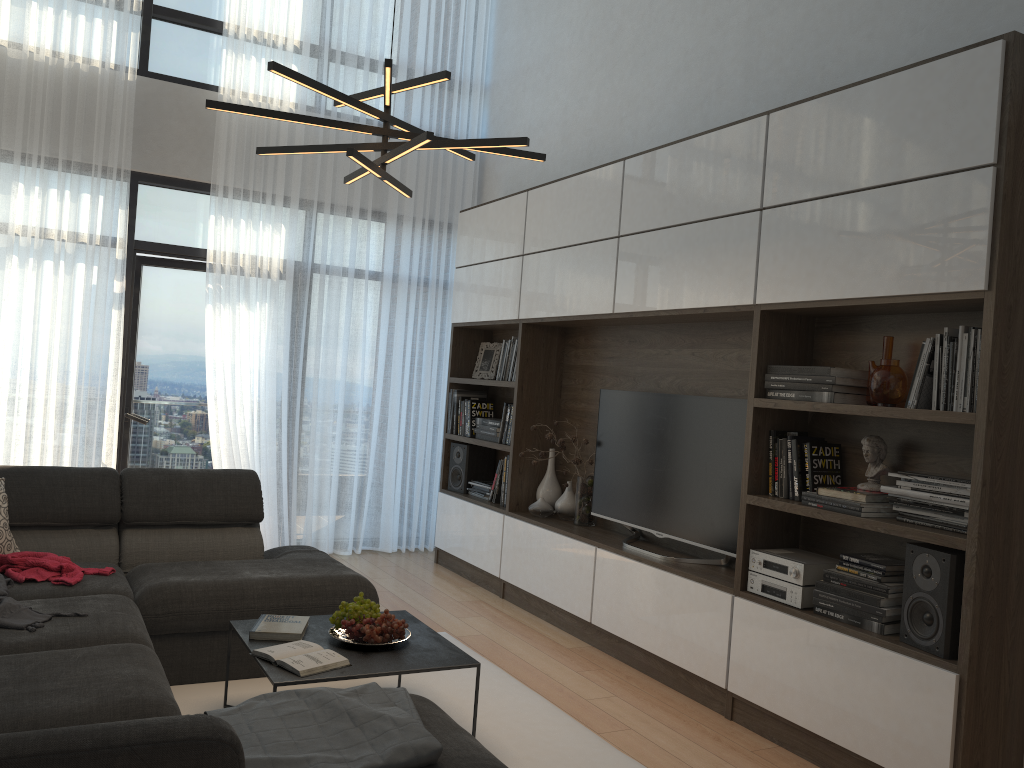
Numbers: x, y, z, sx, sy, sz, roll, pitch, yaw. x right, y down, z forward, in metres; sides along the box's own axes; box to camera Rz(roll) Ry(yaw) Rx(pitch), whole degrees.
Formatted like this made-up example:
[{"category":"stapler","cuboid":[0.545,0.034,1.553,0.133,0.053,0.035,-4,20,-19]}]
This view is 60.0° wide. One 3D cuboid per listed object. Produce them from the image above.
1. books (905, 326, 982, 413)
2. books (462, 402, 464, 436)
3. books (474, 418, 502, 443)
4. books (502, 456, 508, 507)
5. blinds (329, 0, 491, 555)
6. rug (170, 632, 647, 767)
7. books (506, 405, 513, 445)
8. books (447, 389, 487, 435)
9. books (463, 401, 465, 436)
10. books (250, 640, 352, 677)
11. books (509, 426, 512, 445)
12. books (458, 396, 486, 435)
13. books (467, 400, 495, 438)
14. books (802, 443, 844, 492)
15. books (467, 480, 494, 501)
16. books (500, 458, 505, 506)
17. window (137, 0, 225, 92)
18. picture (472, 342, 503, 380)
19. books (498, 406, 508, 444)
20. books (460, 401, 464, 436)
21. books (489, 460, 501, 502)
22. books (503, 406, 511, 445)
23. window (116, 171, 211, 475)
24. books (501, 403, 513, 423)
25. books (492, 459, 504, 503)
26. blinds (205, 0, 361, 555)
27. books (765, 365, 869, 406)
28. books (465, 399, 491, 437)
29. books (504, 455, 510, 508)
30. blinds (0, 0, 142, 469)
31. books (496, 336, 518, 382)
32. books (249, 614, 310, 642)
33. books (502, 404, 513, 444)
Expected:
[{"category":"books","cuboid":[1.538,-0.045,2.989,0.201,0.287,0.332,4,0,-28]},{"category":"books","cuboid":[-0.261,0.243,6.093,0.170,0.236,0.049,4,0,-28]},{"category":"books","cuboid":[-0.056,0.306,5.829,0.277,0.137,0.343,4,0,-28]},{"category":"books","cuboid":[0.052,0.619,5.620,0.237,0.314,0.034,4,0,-28]},{"category":"blinds","cuboid":[-0.749,-1.562,6.475,1.163,5.581,0.218,4,0,-31]},{"category":"rug","cuboid":[-0.442,1.263,3.088,1.606,0.013,2.496,4,0,-29]},{"category":"books","cuboid":[0.072,0.259,5.507,0.191,0.249,0.084,4,0,-28]},{"category":"books","cuboid":[-0.314,0.200,6.229,0.259,0.321,0.128,4,0,-28]},{"category":"books","cuboid":[-0.257,0.239,6.070,0.169,0.242,0.050,4,0,-29]},{"category":"books","cuboid":[-0.695,0.895,2.917,0.294,0.025,0.199,4,0,41]},{"category":"books","cuboid":[0.089,0.256,5.478,0.197,0.260,0.066,4,0,-28]},{"category":"books","cuboid":[-0.277,0.225,6.147,0.202,0.268,0.053,4,0,-29]},{"category":"books","cuboid":[-0.207,0.239,5.991,0.191,0.249,0.083,4,0,-28]},{"category":"books","cuboid":[1.237,0.352,3.524,0.179,0.233,0.077,4,0,-28]},{"category":"books","cuboid":[-0.159,0.711,5.937,0.204,0.099,0.325,4,0,-28]},{"category":"books","cuboid":[0.032,0.626,5.645,0.213,0.301,0.028,4,0,-28]},{"category":"window","cuboid":[-2.339,-3.229,5.809,4.808,2.500,0.119,4,0,-28]},{"category":"picture","cuboid":[-0.161,-0.162,6.262,0.216,0.270,0.114,4,0,43]},{"category":"books","cuboid":[0.008,0.260,5.574,0.172,0.242,0.069,4,0,-27]},{"category":"books","cuboid":[-0.267,0.242,6.117,0.189,0.240,0.053,4,0,-28]},{"category":"books","cuboid":[-0.010,0.629,5.756,0.232,0.284,0.142,4,0,-28]},{"category":"books","cuboid":[0.043,0.260,5.535,0.179,0.243,0.071,4,0,-29]},{"category":"window","cuboid":[-2.565,-0.137,5.809,4.808,2.501,0.119,4,0,-28]},{"category":"books","cuboid":[0.024,0.251,5.606,0.197,0.260,0.066,4,0,-28]},{"category":"books","cuboid":[-0.001,0.627,5.702,0.210,0.289,0.100,4,0,-29]},{"category":"blinds","cuboid":[-1.490,-1.617,5.982,0.589,5.579,0.858,4,0,38]},{"category":"books","cuboid":[1.228,0.006,3.528,0.277,0.137,0.343,4,0,-33]},{"category":"books","cuboid":[-0.233,0.236,6.050,0.193,0.255,0.066,4,0,-29]},{"category":"books","cuboid":[0.071,0.615,5.592,0.237,0.326,0.026,4,0,-28]},{"category":"blinds","cuboid":[-2.952,-1.723,5.284,1.374,5.581,0.218,4,0,-31]},{"category":"books","cuboid":[0.065,-0.159,5.764,0.185,0.299,0.367,4,0,-28]},{"category":"books","cuboid":[-0.838,0.882,3.210,0.179,0.029,0.225,4,0,-5]},{"category":"books","cuboid":[0.043,0.255,5.564,0.192,0.254,0.075,4,0,-29]}]
